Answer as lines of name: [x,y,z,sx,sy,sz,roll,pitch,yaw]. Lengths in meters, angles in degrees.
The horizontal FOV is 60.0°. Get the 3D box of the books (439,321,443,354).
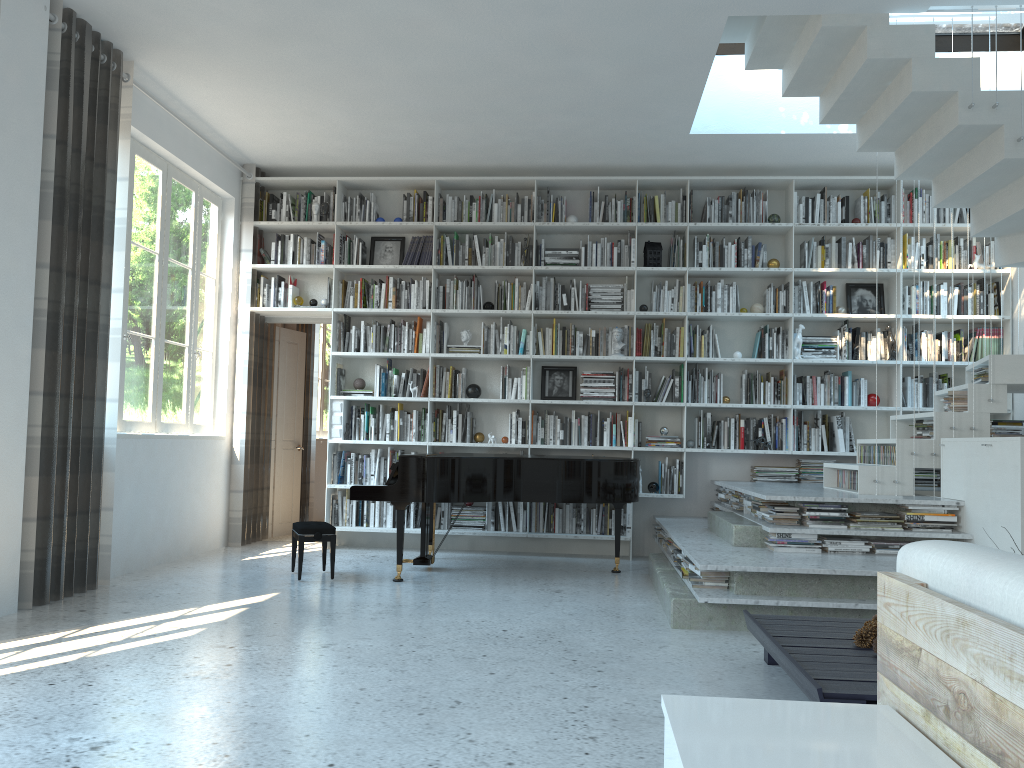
books: [-0.606,-0.385,7.578,0.011,0.297,0.135,1,-3,5]

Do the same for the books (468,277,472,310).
books: [-0.352,-0.747,7.546,0.011,0.291,0.176,1,-3,5]

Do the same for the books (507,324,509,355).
books: [-0.024,-0.361,7.489,0.012,0.265,0.193,1,-3,5]

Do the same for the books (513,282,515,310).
books: [0.023,-0.722,7.517,0.006,0.253,0.180,1,-3,5]

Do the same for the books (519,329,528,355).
books: [0.094,-0.339,7.485,0.060,0.227,0.179,1,-3,5]

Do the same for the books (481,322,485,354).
books: [-0.244,-0.374,7.518,0.012,0.285,0.159,1,-3,5]

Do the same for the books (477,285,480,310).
books: [-0.285,-0.717,7.566,0.009,0.236,0.135,1,-3,5]

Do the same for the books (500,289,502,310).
books: [-0.083,-0.697,7.532,0.011,0.200,0.162,1,-3,5]

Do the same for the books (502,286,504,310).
books: [-0.067,-0.706,7.508,0.006,0.216,0.181,1,-3,5]

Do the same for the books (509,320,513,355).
books: [-0.012,-0.378,7.498,0.011,0.300,0.178,1,-3,5]

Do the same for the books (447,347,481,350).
books: [-0.400,-0.301,7.539,0.285,0.012,0.159,1,-4,7]

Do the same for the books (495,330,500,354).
books: [-0.115,-0.341,7.519,0.048,0.224,0.149,1,-3,5]

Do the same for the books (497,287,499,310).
books: [-0.109,-0.705,7.539,0.013,0.216,0.149,1,-3,5]

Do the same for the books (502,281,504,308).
books: [-0.072,-0.729,7.542,0.009,0.266,0.149,1,-3,5]

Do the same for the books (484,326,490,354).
books: [-0.214,-0.355,7.509,0.030,0.247,0.174,1,-3,5]

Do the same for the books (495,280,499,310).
books: [-0.130,-0.734,7.552,0.012,0.275,0.129,1,-3,5]

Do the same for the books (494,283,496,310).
books: [-0.139,-0.724,7.545,0.005,0.254,0.161,1,-3,5]

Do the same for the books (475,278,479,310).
books: [-0.297,-0.744,7.535,0.011,0.287,0.189,1,-3,5]

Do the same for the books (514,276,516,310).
books: [0.029,-0.747,7.520,0.006,0.303,0.165,1,-3,5]

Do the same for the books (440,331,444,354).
books: [-0.585,-0.342,7.563,0.034,0.209,0.136,1,-3,5]

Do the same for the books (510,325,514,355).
books: [0.005,-0.357,7.496,0.023,0.259,0.170,1,-3,5]

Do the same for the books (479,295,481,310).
books: [-0.268,-0.703,7.556,0.004,0.209,0.132,1,-3,5]

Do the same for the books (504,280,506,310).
books: [-0.059,-0.734,7.530,0.005,0.275,0.157,1,-3,5]

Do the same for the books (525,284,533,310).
books: [0.152,-0.712,7.484,0.064,0.237,0.209,1,-3,5]

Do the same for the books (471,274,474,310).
books: [-0.331,-0.760,7.558,0.004,0.320,0.153,1,-3,5]

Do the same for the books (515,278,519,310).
books: [0.045,-0.736,7.514,0.022,0.284,0.190,1,-3,5]

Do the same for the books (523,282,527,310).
books: [0.111,-0.721,7.509,0.022,0.257,0.155,1,-3,5]

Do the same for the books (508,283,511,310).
books: [-0.020,-0.719,7.503,0.013,0.243,0.189,1,-3,5]

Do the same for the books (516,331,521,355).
books: [0.053,-0.334,7.511,0.026,0.219,0.150,1,-3,5]

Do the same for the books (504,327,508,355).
books: [-0.044,-0.351,7.500,0.028,0.247,0.170,1,-3,5]

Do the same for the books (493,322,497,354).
books: [-0.146,-0.373,7.507,0.012,0.286,0.167,1,-3,5]

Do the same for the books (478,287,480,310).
books: [-0.276,-0.708,7.558,0.012,0.218,0.151,1,-3,5]

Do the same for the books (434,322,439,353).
books: [-0.642,-0.380,7.569,0.012,0.285,0.159,1,-3,5]

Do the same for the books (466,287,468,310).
books: [-0.375,-0.707,7.541,0.011,0.209,0.181,1,-3,5]

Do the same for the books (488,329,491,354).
books: [-0.185,-0.342,7.535,0.024,0.227,0.137,1,-3,5]

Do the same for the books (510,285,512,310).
books: [-0.005,-0.712,7.537,0.011,0.236,0.130,1,-3,5]

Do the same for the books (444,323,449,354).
books: [-0.558,-0.375,7.557,0.021,0.277,0.136,1,-3,5]

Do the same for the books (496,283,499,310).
books: [-0.119,-0.718,7.523,0.005,0.240,0.174,1,-3,5]

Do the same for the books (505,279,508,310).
books: [-0.039,-0.739,7.540,0.033,0.287,0.155,1,-3,5]

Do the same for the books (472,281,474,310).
books: [-0.326,-0.731,7.549,0.010,0.261,0.158,1,-3,5]

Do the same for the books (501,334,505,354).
books: [-0.069,-0.322,7.520,0.025,0.189,0.140,1,-3,5]

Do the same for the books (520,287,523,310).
books: [0.089,-0.700,7.520,0.024,0.216,0.142,1,-3,5]

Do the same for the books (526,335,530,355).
books: [0.138,-0.314,7.497,0.027,0.181,0.142,1,-3,5]

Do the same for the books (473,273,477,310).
books: [-0.312,-0.765,7.559,0.005,0.331,0.161,1,-3,5]

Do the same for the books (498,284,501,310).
books: [-0.102,-0.717,7.512,0.005,0.236,0.178,1,-3,5]

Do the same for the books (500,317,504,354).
books: [-0.086,-0.393,7.510,0.010,0.329,0.173,1,-3,5]

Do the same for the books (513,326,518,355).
books: [0.029,-0.353,7.514,0.022,0.256,0.152,1,-3,5]

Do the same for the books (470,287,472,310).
books: [-0.339,-0.708,7.568,0.012,0.217,0.133,1,-3,5]

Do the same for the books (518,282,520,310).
books: [0.061,-0.722,7.519,0.010,0.257,0.140,1,-3,5]

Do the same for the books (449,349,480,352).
books: [-0.401,-0.277,7.531,0.254,0.012,0.161,1,-4,0]

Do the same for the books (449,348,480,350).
books: [-0.400,-0.289,7.536,0.254,0.012,0.161,1,-4,2]

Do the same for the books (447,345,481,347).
books: [-0.400,-0.313,7.535,0.285,0.012,0.159,1,-4,1]

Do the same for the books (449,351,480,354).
books: [-0.401,-0.265,7.533,0.254,0.012,0.161,1,-4,1]

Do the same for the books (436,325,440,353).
books: [-0.625,-0.367,7.560,0.024,0.257,0.134,1,-3,5]

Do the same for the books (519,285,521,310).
books: [0.072,-0.707,7.521,0.011,0.229,0.166,1,-3,5]

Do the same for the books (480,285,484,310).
books: [-0.252,-0.714,7.547,0.031,0.232,0.148,1,-3,5]

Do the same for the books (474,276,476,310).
books: [-0.307,-0.752,7.557,0.005,0.305,0.162,1,-3,5]

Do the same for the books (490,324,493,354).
books: [-0.162,-0.363,7.519,0.022,0.267,0.151,1,-3,5]

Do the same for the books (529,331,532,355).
books: [0.165,-0.331,7.498,0.026,0.217,0.126,1,-3,5]
